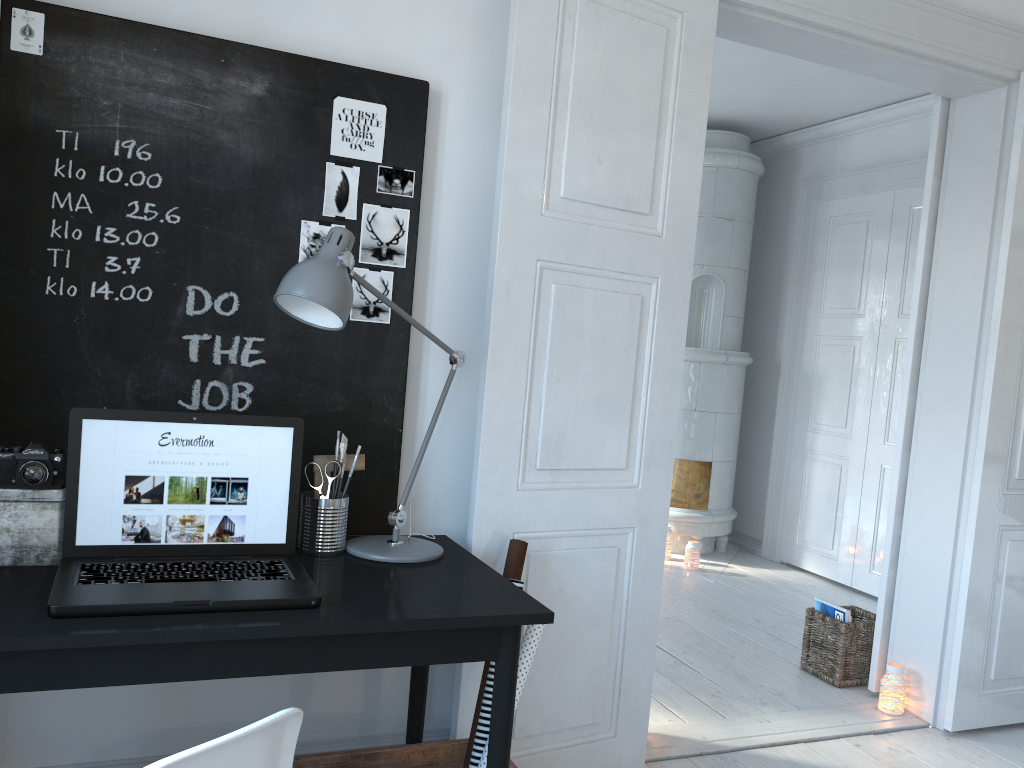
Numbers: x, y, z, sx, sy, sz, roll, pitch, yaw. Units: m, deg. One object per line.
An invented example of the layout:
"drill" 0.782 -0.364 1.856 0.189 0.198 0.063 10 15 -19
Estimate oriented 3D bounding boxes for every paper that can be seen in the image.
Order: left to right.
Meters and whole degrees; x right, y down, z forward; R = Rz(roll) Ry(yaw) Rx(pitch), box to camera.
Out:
"paper" -0.061 0.818 2.128 0.043 0.669 0.266 6 4 22
"paper" -0.060 0.772 2.200 0.048 0.747 0.297 6 4 22
"paper" -0.039 0.840 2.075 0.283 0.627 0.041 2 5 -45

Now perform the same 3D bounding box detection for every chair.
"chair" -0.557 0.757 1.117 0.553 0.825 0.474 7 4 32

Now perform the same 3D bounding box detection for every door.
"door" 1.015 -0.034 3.019 2.600 2.508 0.577 4 4 -23
"door" 2.221 -0.024 5.173 0.306 2.508 1.596 3 4 -23

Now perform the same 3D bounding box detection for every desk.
"desk" -0.609 0.757 1.792 1.160 0.760 0.650 4 3 -23

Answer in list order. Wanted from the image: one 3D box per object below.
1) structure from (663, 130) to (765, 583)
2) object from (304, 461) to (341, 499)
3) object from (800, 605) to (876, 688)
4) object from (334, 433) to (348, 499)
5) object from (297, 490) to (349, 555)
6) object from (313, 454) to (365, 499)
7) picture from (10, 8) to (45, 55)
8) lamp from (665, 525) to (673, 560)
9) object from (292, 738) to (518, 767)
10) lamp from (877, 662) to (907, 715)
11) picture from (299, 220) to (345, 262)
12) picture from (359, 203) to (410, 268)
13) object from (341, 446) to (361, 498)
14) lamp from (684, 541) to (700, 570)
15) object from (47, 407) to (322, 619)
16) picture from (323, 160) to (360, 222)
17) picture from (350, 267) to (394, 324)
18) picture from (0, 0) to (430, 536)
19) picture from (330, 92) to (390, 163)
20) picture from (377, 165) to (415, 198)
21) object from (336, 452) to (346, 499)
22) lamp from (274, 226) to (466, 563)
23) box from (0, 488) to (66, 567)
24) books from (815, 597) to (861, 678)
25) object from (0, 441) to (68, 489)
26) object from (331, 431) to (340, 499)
"structure" 1.140 -0.221 5.748 0.800 2.830 1.247 6 4 22
"object" -0.443 0.275 2.033 0.081 0.198 0.050 5 3 2
"object" 1.401 1.094 3.717 0.270 0.265 0.223 4 3 -23
"object" -0.408 0.247 2.049 0.012 0.264 0.062 6 4 19
"object" -0.432 0.317 2.029 0.108 0.128 0.108 4 3 -8
"object" -0.407 0.272 2.094 0.138 0.209 0.034 2 5 -43
"picture" -1.035 -0.753 1.894 0.061 0.088 0.004 3 4 -27
"lamp" 0.965 1.000 5.606 0.098 0.210 0.098 4 4 -19
"object" -0.302 1.015 1.947 0.665 0.283 0.339 4 3 -23
"lamp" 1.435 1.147 3.339 0.093 0.180 0.092 2 4 -40
"picture" -0.467 -0.325 2.175 0.107 0.150 0.001 4 4 -23
"picture" -0.321 -0.375 2.233 0.121 0.153 0.002 4 4 -23
"object" -0.390 0.261 2.042 0.009 0.240 0.084 8 5 44
"lamp" 1.098 1.043 5.398 0.089 0.166 0.089 3 4 -24
"object" -0.595 0.226 1.652 0.446 0.316 0.325 4 3 -23
"picture" -0.420 -0.474 2.182 0.083 0.146 0.002 3 4 -23
"picture" -0.353 -0.224 2.234 0.103 0.136 0.001 4 4 -23
"picture" -0.703 -0.216 2.120 0.953 1.173 0.063 4 4 -23
"picture" -0.375 -0.632 2.185 0.148 0.154 0.004 4 4 -23
"picture" -0.292 -0.512 2.233 0.095 0.071 0.001 4 4 -23
"object" -0.403 0.270 2.043 0.009 0.222 0.082 5 3 6
"lamp" -0.301 0.036 1.985 0.229 0.717 0.617 8 4 37
"box" -1.020 0.265 1.757 0.317 0.152 0.192 4 3 -23
"books" 1.391 1.060 3.710 0.201 0.300 0.179 4 4 -23
"object" -0.919 0.157 1.689 0.137 0.087 0.073 4 3 -23
"object" -0.412 0.243 2.047 0.008 0.268 0.060 4 3 -7
